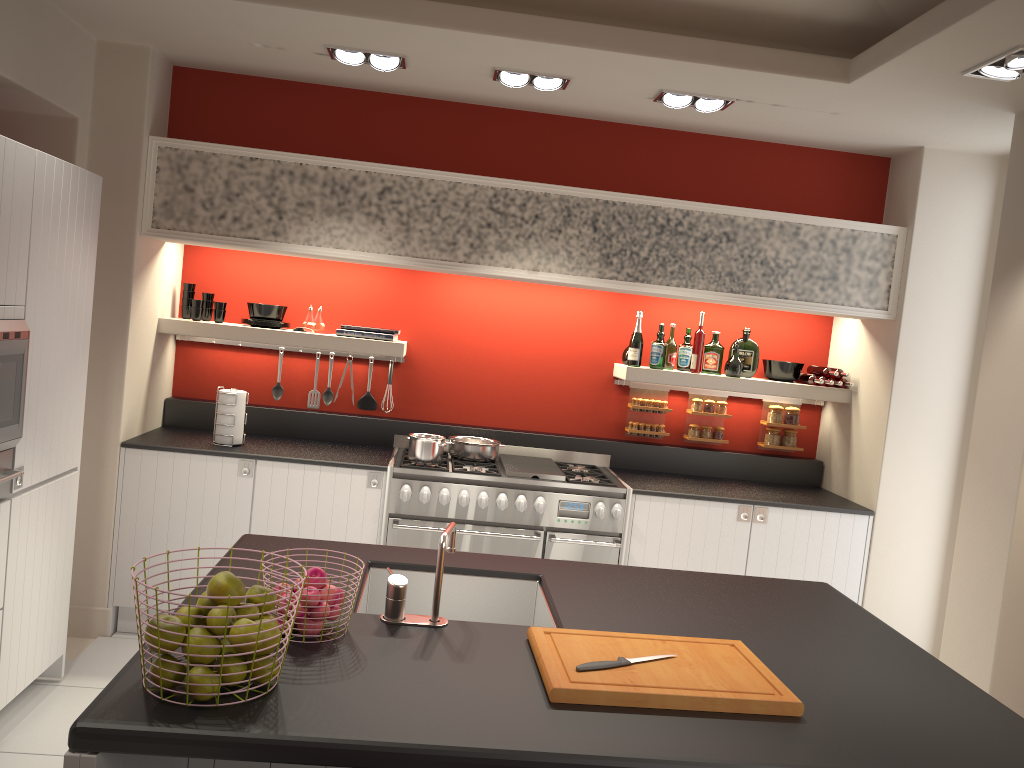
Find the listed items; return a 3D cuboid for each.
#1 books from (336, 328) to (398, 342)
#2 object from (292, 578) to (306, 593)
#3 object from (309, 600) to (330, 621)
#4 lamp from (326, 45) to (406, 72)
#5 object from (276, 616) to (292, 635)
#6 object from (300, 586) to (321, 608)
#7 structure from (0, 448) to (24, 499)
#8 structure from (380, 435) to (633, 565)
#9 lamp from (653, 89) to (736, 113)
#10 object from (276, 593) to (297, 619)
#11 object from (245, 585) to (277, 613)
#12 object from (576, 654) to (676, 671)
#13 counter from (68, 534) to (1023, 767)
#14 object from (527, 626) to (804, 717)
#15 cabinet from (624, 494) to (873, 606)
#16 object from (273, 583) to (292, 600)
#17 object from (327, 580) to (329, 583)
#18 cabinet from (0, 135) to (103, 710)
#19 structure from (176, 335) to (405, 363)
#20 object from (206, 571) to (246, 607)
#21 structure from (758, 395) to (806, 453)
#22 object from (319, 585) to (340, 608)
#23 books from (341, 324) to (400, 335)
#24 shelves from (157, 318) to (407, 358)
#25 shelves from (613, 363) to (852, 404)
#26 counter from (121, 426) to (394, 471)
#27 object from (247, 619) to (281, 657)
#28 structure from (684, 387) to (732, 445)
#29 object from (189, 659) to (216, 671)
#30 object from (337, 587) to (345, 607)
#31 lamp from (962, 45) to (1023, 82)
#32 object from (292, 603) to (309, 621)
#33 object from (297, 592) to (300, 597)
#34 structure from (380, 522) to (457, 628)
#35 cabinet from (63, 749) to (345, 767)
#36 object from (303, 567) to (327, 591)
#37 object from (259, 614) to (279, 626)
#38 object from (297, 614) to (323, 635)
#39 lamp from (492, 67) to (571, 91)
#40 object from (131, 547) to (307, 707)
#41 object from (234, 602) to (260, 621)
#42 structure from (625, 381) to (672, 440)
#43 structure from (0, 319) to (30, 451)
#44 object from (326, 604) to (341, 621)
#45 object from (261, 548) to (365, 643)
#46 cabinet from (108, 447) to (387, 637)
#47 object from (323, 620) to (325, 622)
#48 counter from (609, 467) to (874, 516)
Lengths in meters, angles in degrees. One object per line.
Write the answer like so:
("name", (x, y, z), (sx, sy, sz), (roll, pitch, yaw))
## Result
("books", (-0.845, -0.288, 5.194), (0.331, 0.042, 0.207), (6, 4, 0))
("object", (-0.513, 0.496, 2.160), (0.041, 0.044, 0.045), (4, 4, -35))
("object", (-0.454, 0.536, 2.091), (0.048, 0.046, 0.048), (10, 5, 44))
("lamp", (-0.681, -1.555, 4.182), (0.361, 0.109, 0.199), (6, 4, -5))
("object", (-0.543, 0.570, 2.104), (0.050, 0.049, 0.049), (3, 5, -39))
("object", (-0.473, 0.499, 2.075), (0.048, 0.046, 0.048), (9, 5, 40))
("structure", (-1.844, 0.350, 3.000), (0.129, 0.177, 0.618), (6, 4, -5))
("structure", (-0.076, 0.937, 5.027), (1.322, 1.085, 0.778), (6, 4, -5))
("lamp", (0.887, -1.398, 4.321), (0.361, 0.103, 0.199), (6, 4, -5))
("object", (-0.530, 0.528, 2.105), (0.059, 0.059, 0.060), (7, 4, 7))
("object", (-0.537, 0.461, 1.897), (0.067, 0.064, 0.067), (6, 4, -4))
("object", (0.268, 0.645, 2.069), (0.302, 0.010, 0.035), (3, 5, -35))
("counter", (0.165, 0.678, 2.370), (2.054, 0.050, 1.416), (6, 4, -5))
("object", (0.340, 0.673, 2.100), (0.570, 0.033, 0.373), (6, 4, -7))
("cabinet", (1.237, 1.124, 5.194), (1.361, 0.993, 0.687), (6, 4, -5))
("object", (-0.554, 0.505, 2.141), (0.049, 0.049, 0.048), (6, 4, 2))
("object", (-0.486, 0.513, 2.231), (0.055, 0.050, 0.056), (9, 4, 33))
("cabinet", (-2.152, 0.271, 2.653), (0.716, 2.249, 2.558), (6, 4, -5))
("structure", (-1.327, -0.213, 5.352), (1.355, 0.034, 0.054), (6, 4, -5))
("object", (-0.590, 0.426, 1.830), (0.078, 0.080, 0.078), (6, 4, -5))
("structure", (1.698, 0.256, 5.560), (0.256, 0.347, 0.130), (6, 4, -5))
("object", (-0.441, 0.511, 2.134), (0.051, 0.055, 0.056), (7, 4, 9))
("books", (-0.827, -0.321, 5.214), (0.332, 0.026, 0.207), (6, 4, -5))
("shelves", (-1.314, -0.274, 5.187), (1.379, 0.083, 0.376), (6, 4, -5))
("shelves", (1.334, -0.006, 5.421), (1.379, 0.083, 0.376), (6, 4, -5))
("counter", (-1.348, 0.351, 4.928), (1.360, 0.026, 0.699), (6, 4, -5))
("object", (-0.517, 0.520, 1.821), (0.082, 0.082, 0.082), (3, 5, -38))
("structure", (1.221, 0.208, 5.518), (0.256, 0.347, 0.130), (6, 4, -5))
("object", (-0.637, 0.574, 1.824), (0.055, 0.054, 0.053), (6, 4, -1))
("object", (-0.444, 0.535, 2.212), (0.055, 0.056, 0.055), (6, 4, 5))
("lamp", (1.903, -1.225, 3.357), (0.199, 0.090, 0.361), (6, 4, -5))
("object", (-0.497, 0.535, 2.078), (0.040, 0.041, 0.041), (8, 4, 31))
("object", (-0.494, 0.507, 2.111), (0.041, 0.039, 0.041), (7, 4, 11))
("structure", (-0.243, 0.500, 2.359), (0.183, 0.249, 0.224), (6, 4, -5))
("cabinet", (0.101, 1.205, 2.401), (2.034, 1.010, 1.424), (6, 4, -5))
("object", (-0.475, 0.470, 2.136), (0.056, 0.058, 0.056), (9, 5, 40))
("object", (-0.524, 0.517, 1.880), (0.057, 0.057, 0.055), (5, 4, -13))
("object", (-0.481, 0.571, 2.114), (0.062, 0.057, 0.061), (6, 4, -5))
("lamp", (0.093, -1.478, 4.250), (0.361, 0.104, 0.199), (6, 4, -5))
("object", (-0.603, 0.489, 1.807), (0.341, 0.232, 0.341), (8, 4, 28))
("object", (-0.554, 0.480, 1.845), (0.056, 0.054, 0.057), (4, 4, -34))
("structure", (0.847, 0.170, 5.485), (0.256, 0.347, 0.130), (6, 4, -5))
("structure", (-1.888, 0.012, 2.969), (0.332, 0.472, 0.610), (6, 4, -5))
("object", (-0.440, 0.553, 2.155), (0.046, 0.043, 0.046), (9, 4, 35))
("object", (-0.490, 0.513, 2.156), (0.247, 0.168, 0.248), (5, 4, -17))
("cabinet", (-1.405, 0.857, 4.960), (1.361, 0.993, 0.687), (6, 4, -5))
("object", (-0.478, 0.579, 2.167), (0.039, 0.039, 0.040), (10, 5, 44))
("counter", (1.290, 0.618, 5.161), (1.360, 0.026, 0.699), (6, 4, -5))
